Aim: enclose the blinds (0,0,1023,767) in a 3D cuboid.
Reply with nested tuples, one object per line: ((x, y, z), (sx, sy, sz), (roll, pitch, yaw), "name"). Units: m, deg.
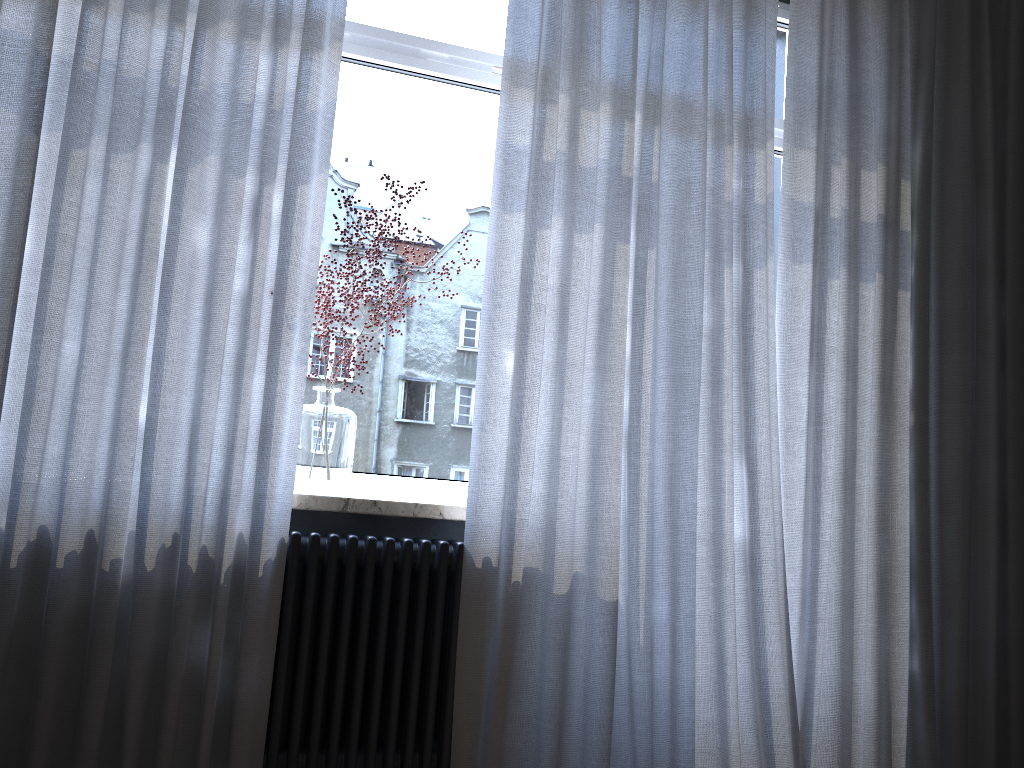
((-0.157, -0.245, 2.369), (3.994, 2.783, 0.313), (7, -8, -17), "blinds")

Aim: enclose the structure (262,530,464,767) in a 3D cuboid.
((-0.906, 0.627, 2.107), (1.847, 0.599, 0.216), (7, -8, -17), "structure")

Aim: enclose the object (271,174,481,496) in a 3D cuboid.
((-0.432, -0.108, 2.362), (0.515, 0.808, 0.599), (11, -10, -42), "object")
